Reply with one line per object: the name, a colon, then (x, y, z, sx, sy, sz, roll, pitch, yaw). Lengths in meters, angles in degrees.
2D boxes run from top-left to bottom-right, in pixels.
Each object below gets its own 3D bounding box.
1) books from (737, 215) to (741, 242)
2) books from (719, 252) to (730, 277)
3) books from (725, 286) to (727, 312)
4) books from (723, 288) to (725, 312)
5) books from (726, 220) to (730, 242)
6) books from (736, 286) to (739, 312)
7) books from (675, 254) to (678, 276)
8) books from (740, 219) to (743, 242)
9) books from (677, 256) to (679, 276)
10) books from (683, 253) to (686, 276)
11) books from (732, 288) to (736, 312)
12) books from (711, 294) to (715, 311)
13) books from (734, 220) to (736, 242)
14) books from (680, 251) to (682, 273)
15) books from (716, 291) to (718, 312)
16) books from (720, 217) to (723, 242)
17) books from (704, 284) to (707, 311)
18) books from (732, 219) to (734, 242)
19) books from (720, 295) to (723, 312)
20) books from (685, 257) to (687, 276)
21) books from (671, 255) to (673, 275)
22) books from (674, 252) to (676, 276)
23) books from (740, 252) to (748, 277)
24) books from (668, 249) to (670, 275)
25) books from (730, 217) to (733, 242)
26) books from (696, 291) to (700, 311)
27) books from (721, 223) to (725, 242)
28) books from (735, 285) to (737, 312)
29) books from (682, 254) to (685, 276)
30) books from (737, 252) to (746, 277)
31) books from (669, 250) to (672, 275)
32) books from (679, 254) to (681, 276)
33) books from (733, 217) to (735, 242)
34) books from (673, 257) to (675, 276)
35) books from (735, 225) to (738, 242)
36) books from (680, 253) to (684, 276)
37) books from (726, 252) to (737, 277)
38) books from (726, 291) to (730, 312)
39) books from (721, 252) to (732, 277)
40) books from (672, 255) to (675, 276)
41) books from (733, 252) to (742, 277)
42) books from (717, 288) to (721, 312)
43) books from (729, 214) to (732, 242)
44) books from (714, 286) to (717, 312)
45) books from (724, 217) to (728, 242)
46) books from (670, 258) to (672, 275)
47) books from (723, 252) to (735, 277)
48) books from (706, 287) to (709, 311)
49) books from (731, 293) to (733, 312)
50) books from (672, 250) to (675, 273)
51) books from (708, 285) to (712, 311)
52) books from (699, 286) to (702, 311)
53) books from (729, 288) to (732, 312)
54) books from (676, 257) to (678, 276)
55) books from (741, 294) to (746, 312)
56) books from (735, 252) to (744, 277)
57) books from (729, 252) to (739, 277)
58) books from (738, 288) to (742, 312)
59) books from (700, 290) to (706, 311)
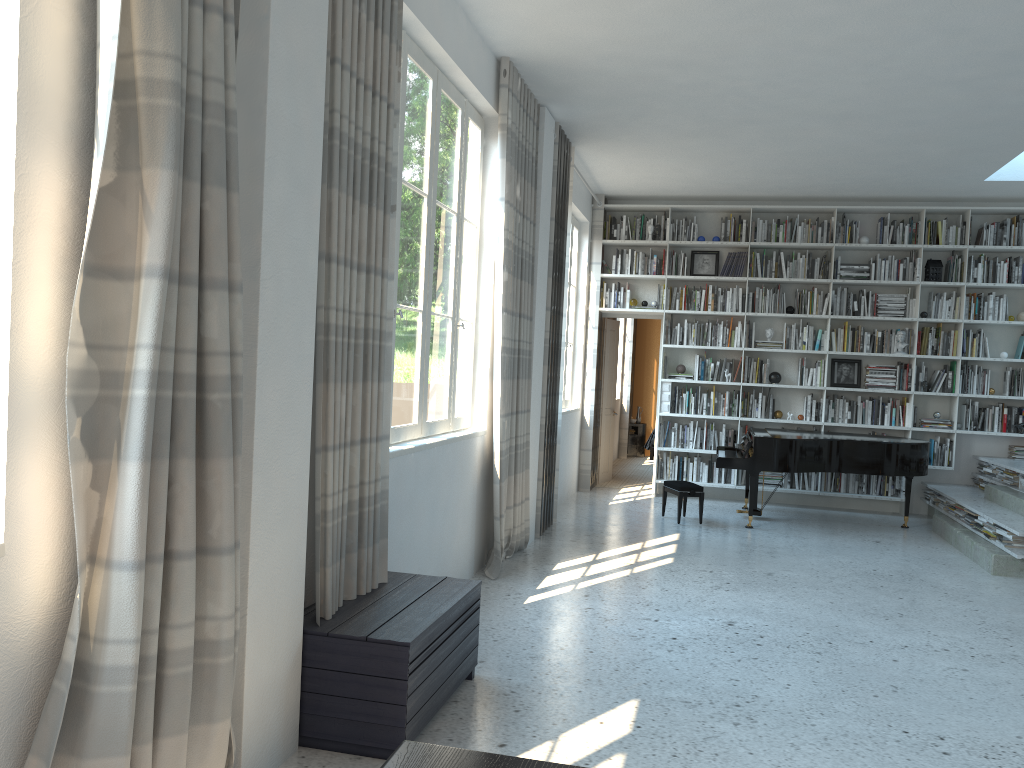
books: (2.424, -1.636, 9.461, 0.025, 0.297, 0.163, 3, 2, 13)
books: (2.281, -1.266, 9.520, 0.110, 0.280, 0.174, 3, 2, 13)
books: (2.296, -0.900, 9.513, 0.012, 0.281, 0.188, 3, 2, 13)
books: (2.277, -0.892, 9.537, 0.035, 0.261, 0.131, 3, 2, 13)
books: (2.314, -1.618, 9.493, 0.028, 0.249, 0.155, 3, 2, 13)
books: (2.412, -0.899, 9.487, 0.022, 0.289, 0.169, 3, 2, 13)
books: (1.783, -1.277, 9.610, 0.004, 0.246, 0.189, 3, 2, 13)
books: (2.452, -1.617, 9.479, 0.022, 0.260, 0.152, 3, 2, 13)
books: (1.805, -1.263, 9.610, 0.018, 0.219, 0.186, 3, 2, 13)
books: (1.872, -1.277, 9.602, 0.012, 0.255, 0.166, 3, 2, 13)
books: (2.381, -0.889, 9.511, 0.024, 0.266, 0.155, 3, 2, 13)
books: (2.157, -0.865, 9.530, 0.029, 0.195, 0.192, 3, 2, 13)
books: (2.387, -1.618, 9.506, 0.013, 0.254, 0.129, 3, 2, 13)
books: (1.832, -1.293, 9.613, 0.005, 0.281, 0.190, 3, 2, 13)
books: (2.207, -0.881, 9.535, 0.013, 0.232, 0.171, 3, 2, 13)
books: (2.248, -1.637, 9.527, 0.013, 0.278, 0.151, 3, 2, 13)
books: (2.093, -0.923, 9.572, 0.014, 0.304, 0.151, 3, 2, 13)
books: (2.359, -1.623, 9.482, 0.010, 0.263, 0.156, 3, 2, 13)
books: (2.253, -0.856, 9.538, 0.022, 0.186, 0.136, 3, 2, 13)
books: (1.881, -1.256, 9.592, 0.012, 0.214, 0.185, 3, 2, 13)
books: (1.742, -1.276, 9.642, 0.005, 0.238, 0.154, 3, 2, 13)
books: (1.770, -1.285, 9.625, 0.009, 0.260, 0.184, 3, 2, 13)
books: (2.474, -1.261, 9.470, 0.078, 0.286, 0.174, 3, 2, 13)
books: (1.706, -1.305, 9.636, 0.005, 0.293, 0.184, 3, 2, 13)
books: (2.351, -1.634, 9.496, 0.013, 0.283, 0.166, 3, 2, 13)
books: (2.008, -0.884, 9.580, 0.031, 0.217, 0.173, 3, 2, 13)
books: (2.264, -1.606, 9.511, 0.028, 0.218, 0.153, 3, 2, 13)
books: (2.393, -0.900, 9.479, 0.012, 0.291, 0.182, 3, 2, 13)
books: (1.861, -1.275, 9.606, 0.011, 0.250, 0.168, 3, 2, 13)
books: (2.455, -1.262, 9.488, 0.078, 0.286, 0.174, 3, 2, 13)
books: (1.722, -1.301, 9.642, 0.006, 0.287, 0.148, 3, 2, 13)
books: (1.820, -1.275, 9.617, 0.019, 0.244, 0.153, 3, 2, 13)
books: (2.370, -1.628, 9.480, 0.011, 0.274, 0.183, 3, 2, 13)
books: (1.759, -1.263, 9.614, 0.004, 0.214, 0.186, 3, 2, 13)
books: (2.399, -1.585, 9.479, 0.027, 0.190, 0.177, 3, 2, 13)
books: (1.842, -1.280, 9.601, 0.023, 0.258, 0.183, 3, 2, 13)
books: (2.349, -1.262, 9.513, 0.110, 0.280, 0.174, 3, 2, 13)
books: (2.314, -0.874, 9.505, 0.030, 0.231, 0.172, 3, 2, 13)
books: (2.305, -1.265, 9.523, 0.110, 0.280, 0.174, 3, 2, 13)
books: (1.756, -1.270, 9.625, 0.009, 0.228, 0.184, 3, 2, 13)
books: (2.411, -1.264, 9.499, 0.078, 0.286, 0.174, 3, 2, 13)
books: (2.231, -0.894, 9.544, 0.029, 0.261, 0.157, 3, 2, 13)
books: (2.342, -1.653, 9.513, 0.014, 0.321, 0.136, 3, 2, 13)
books: (2.192, -0.909, 9.549, 0.025, 0.286, 0.161, 3, 2, 13)
books: (2.290, -1.635, 9.500, 0.024, 0.280, 0.187, 3, 2, 13)
books: (1.731, -1.260, 9.645, 0.015, 0.207, 0.172, 3, 2, 13)
books: (2.323, -1.263, 9.501, 0.110, 0.280, 0.174, 3, 2, 13)
books: (2.106, -0.906, 9.550, 0.023, 0.271, 0.187, 3, 2, 13)
books: (2.359, -0.860, 9.508, 0.013, 0.206, 0.172, 3, 2, 13)
books: (1.754, -1.301, 9.641, 0.006, 0.289, 0.144, 3, 2, 13)
books: (2.131, -0.911, 9.539, 0.030, 0.286, 0.185, 3, 2, 13)
books: (2.032, -0.911, 9.579, 0.014, 0.273, 0.180, 3, 2, 13)
books: (2.340, -0.889, 9.498, 0.022, 0.263, 0.174, 3, 2, 13)
books: (1.799, -1.262, 9.648, 0.012, 0.214, 0.132, 3, 2, 13)
books: (2.467, -0.851, 9.446, 0.039, 0.202, 0.236, 3, 2, 13)
books: (2.434, -1.263, 9.498, 0.078, 0.286, 0.174, 3, 2, 13)
books: (2.374, -1.263, 9.487, 0.097, 0.282, 0.174, 3, 2, 13)
books: (2.438, -0.884, 9.478, 0.035, 0.264, 0.177, 3, 2, 13)
books: (2.061, -0.892, 9.577, 0.047, 0.238, 0.162, 3, 2, 13)
